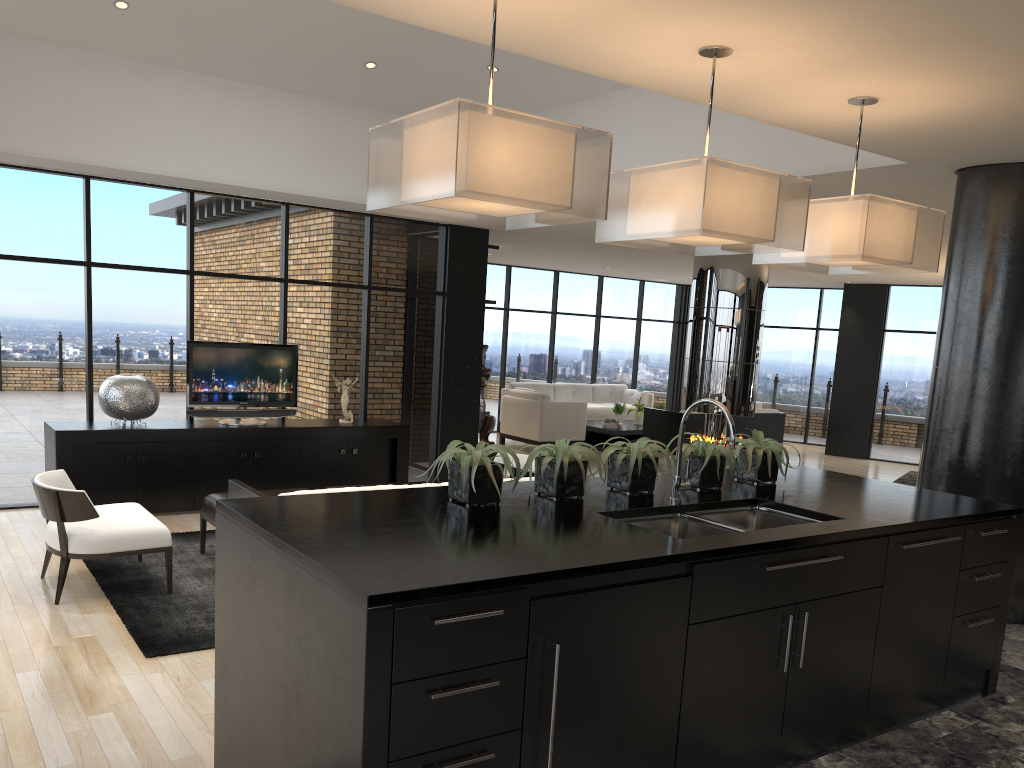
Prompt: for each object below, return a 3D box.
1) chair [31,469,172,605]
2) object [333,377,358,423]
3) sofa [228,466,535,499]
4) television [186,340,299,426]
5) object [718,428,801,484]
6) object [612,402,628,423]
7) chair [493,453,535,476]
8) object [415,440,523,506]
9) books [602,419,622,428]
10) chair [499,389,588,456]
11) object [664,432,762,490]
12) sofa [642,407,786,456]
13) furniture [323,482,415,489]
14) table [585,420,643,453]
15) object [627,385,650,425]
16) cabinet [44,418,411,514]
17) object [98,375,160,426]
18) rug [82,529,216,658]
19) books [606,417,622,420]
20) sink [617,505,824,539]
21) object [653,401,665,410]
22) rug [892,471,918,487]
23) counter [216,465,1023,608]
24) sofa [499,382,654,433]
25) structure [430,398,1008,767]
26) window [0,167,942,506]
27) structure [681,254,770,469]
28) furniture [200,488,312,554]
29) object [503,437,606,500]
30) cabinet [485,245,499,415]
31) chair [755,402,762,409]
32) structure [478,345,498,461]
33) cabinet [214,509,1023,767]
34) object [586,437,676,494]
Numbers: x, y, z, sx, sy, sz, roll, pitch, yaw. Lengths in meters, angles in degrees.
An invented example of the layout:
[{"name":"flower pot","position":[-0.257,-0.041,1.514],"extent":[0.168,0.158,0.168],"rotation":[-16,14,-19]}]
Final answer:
[{"name":"chair","position":[-2.522,0.900,5.362],"extent":[0.683,0.683,0.797],"rotation":[-1,7,-35]},{"name":"object","position":[-1.555,0.140,8.296],"extent":[0.256,0.465,0.104],"rotation":[-2,10,-34]},{"name":"sofa","position":[-0.603,0.945,5.415],"extent":[2.030,0.813,0.829],"rotation":[0,7,-35]},{"name":"television","position":[-2.358,-0.005,7.769],"extent":[0.933,0.720,0.403],"rotation":[2,8,-17]},{"name":"object","position":[1.178,0.335,4.093],"extent":[0.407,0.242,0.393],"rotation":[3,5,-10]},{"name":"object","position":[1.650,0.446,13.640],"extent":[0.283,0.374,0.213],"rotation":[6,8,18]},{"name":"chair","position":[-0.029,0.941,7.136],"extent":[0.683,0.683,0.797],"rotation":[-1,7,-35]},{"name":"object","position":[-0.136,0.323,3.169],"extent":[0.398,0.220,0.402],"rotation":[3,5,-10]},{"name":"books","position":[1.496,0.586,13.176],"extent":[0.307,0.128,0.221],"rotation":[4,5,4]},{"name":"chair","position":[0.461,0.532,12.822],"extent":[0.854,0.866,0.991],"rotation":[-1,7,-35]},{"name":"object","position":[0.828,0.327,3.879],"extent":[0.398,0.242,0.402],"rotation":[3,5,-10]},{"name":"sofa","position":[2.867,0.718,12.558],"extent":[2.030,0.813,0.829],"rotation":[0,7,-35]},{"name":"furniture","position":[-0.912,1.019,6.568],"extent":[0.827,0.489,0.819],"rotation":[0,6,-35]},{"name":"table","position":[1.931,0.811,13.874],"extent":[2.030,0.355,1.252],"rotation":[1,5,-35]},{"name":"object","position":[2.025,0.322,13.836],"extent":[0.356,0.639,0.365],"rotation":[1,8,-16]},{"name":"cabinet","position":[-2.411,0.720,7.862],"extent":[3.036,0.749,0.615],"rotation":[1,7,-35]},{"name":"object","position":[-3.148,0.132,7.262],"extent":[0.461,0.412,0.462],"rotation":[8,7,37]},{"name":"rug","position":[-1.221,1.262,6.190],"extent":[3.031,0.012,2.457],"rotation":[1,4,-34]},{"name":"books","position":[1.517,0.511,13.159],"extent":[0.154,0.027,0.183],"rotation":[0,5,-44]},{"name":"sink","position":[0.772,0.595,3.259],"extent":[0.921,0.161,0.456],"rotation":[1,5,-35]},{"name":"object","position":[2.351,0.459,14.112],"extent":[0.282,0.374,0.213],"rotation":[8,9,33]},{"name":"rug","position":[5.957,1.423,10.612],"extent":[2.702,0.011,3.703],"rotation":[6,4,32]},{"name":"counter","position":[0.606,0.479,3.413],"extent":[3.112,0.032,1.168],"rotation":[1,4,-35]},{"name":"sofa","position":[1.144,0.439,15.016],"extent":[2.692,0.866,0.846],"rotation":[1,7,-35]},{"name":"structure","position":[0.770,0.576,3.187],"extent":[2.774,1.031,0.648],"rotation":[1,8,-35]},{"name":"window","position":[0.999,-1.190,8.831],"extent":[10.050,4.842,15.840],"rotation":[7,6,42]},{"name":"structure","position":[2.416,-0.146,10.204],"extent":[0.884,2.777,0.584],"rotation":[11,11,42]},{"name":"furniture","position":[-1.610,1.007,6.082],"extent":[0.827,0.489,0.819],"rotation":[0,6,-35]},{"name":"object","position":[0.150,0.313,3.434],"extent":[0.407,0.242,0.393],"rotation":[3,5,-10]},{"name":"cabinet","position":[-1.455,-0.493,12.108],"extent":[1.184,2.774,2.634],"rotation":[-2,8,-34]},{"name":"chair","position":[3.543,0.586,14.961],"extent":[0.854,0.866,0.991],"rotation":[-1,7,-35]},{"name":"structure","position":[-0.509,0.240,10.561],"extent":[0.516,1.613,0.723],"rotation":[-2,10,-35]},{"name":"cabinet","position":[0.574,1.014,3.495],"extent":[3.112,1.050,1.167],"rotation":[1,6,-35]},{"name":"object","position":[0.457,0.329,3.653],"extent":[0.407,0.220,0.393],"rotation":[3,5,-10]}]
